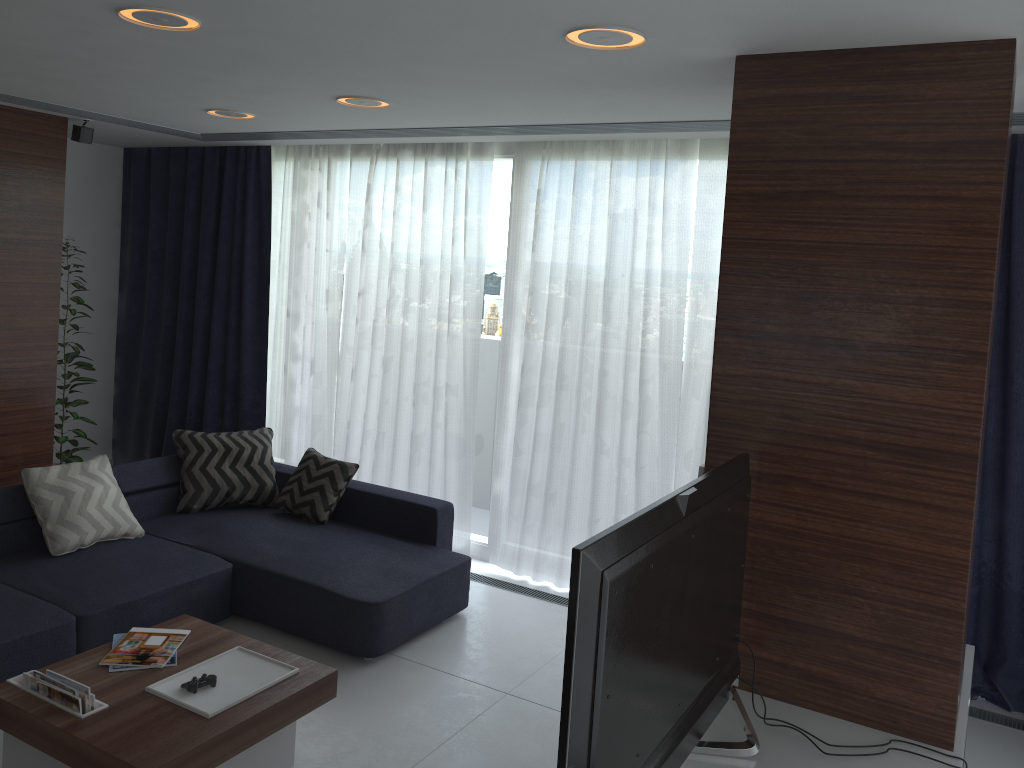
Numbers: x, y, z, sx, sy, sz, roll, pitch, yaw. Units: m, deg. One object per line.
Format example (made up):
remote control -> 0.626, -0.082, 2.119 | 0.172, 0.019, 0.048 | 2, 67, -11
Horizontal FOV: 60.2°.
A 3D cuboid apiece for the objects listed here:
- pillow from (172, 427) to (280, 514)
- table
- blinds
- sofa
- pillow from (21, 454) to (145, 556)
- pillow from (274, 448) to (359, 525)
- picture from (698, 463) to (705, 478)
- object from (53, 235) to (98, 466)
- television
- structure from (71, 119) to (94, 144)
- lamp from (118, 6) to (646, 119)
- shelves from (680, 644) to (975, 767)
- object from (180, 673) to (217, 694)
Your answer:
pillow -> -1.684, 0.541, 5.219 | 0.597, 0.516, 0.358 | 1, 5, -30
table -> -1.180, 1.170, 3.023 | 0.808, 0.350, 0.803 | 8, 8, 29
blinds -> -1.459, -0.058, 3.008 | 7.169, 2.757, 5.812 | 8, 8, 33
sofa -> -1.633, 0.884, 4.007 | 1.907, 0.605, 2.881 | 8, 8, 29
pillow -> -2.142, 0.599, 4.410 | 0.344, 0.386, 0.496 | 6, 6, 29
pillow -> -1.130, 0.585, 5.084 | 0.417, 0.343, 0.286 | 7, 6, 34
picture -> 0.709, 0.597, 3.156 | 0.053, 0.697, 0.501 | 5, 4, 29
object -> -3.074, -0.099, 6.058 | 0.503, 1.837, 0.485 | 4, 3, -2
television -> 0.417, 0.657, 2.227 | 0.299, 0.782, 1.234 | 5, 6, 29
structure -> -2.642, -1.551, 5.437 | 0.115, 0.141, 0.084 | 7, 5, 34
lamp -> -2.735, -0.917, 0.278 | 5.355, 0.084, 9.636 | 6, 8, 15
shelves -> 0.780, 1.284, 2.553 | 0.876, 0.496, 2.356 | 7, 8, 29
object -> -1.047, 0.999, 2.967 | 0.071, 0.036, 0.112 | 10, 9, 42
